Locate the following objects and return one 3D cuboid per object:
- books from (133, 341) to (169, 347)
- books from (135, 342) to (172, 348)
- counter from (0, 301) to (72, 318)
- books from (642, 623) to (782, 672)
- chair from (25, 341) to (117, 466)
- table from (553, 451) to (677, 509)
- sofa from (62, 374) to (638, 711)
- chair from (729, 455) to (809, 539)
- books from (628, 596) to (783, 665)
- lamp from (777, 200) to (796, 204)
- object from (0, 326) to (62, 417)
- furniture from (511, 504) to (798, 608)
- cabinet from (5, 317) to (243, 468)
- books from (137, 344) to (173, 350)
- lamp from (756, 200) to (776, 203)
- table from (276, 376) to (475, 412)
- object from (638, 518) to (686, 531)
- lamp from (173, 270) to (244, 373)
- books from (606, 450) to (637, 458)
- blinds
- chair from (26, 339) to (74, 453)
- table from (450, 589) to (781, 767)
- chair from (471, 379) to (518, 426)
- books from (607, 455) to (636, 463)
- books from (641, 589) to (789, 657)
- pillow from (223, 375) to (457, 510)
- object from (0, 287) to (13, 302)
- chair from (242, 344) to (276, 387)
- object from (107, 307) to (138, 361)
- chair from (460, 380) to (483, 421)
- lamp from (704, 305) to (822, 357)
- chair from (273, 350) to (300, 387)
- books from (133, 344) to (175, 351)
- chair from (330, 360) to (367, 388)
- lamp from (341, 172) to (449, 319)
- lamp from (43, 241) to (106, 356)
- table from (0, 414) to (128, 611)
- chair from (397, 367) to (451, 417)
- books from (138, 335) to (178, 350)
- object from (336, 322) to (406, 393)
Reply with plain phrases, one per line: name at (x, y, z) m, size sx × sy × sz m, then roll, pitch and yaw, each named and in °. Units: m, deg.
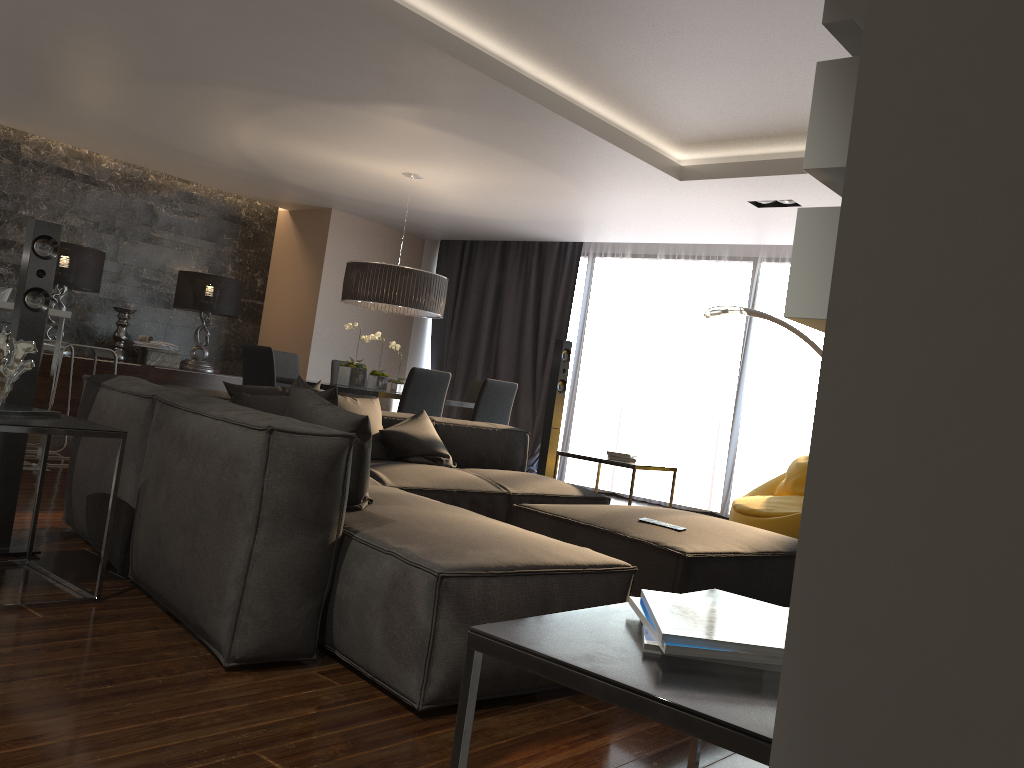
books at (-3.372, -0.375, 8.264) m, size 0.257 × 0.011 × 0.313 m, roll 8°, pitch -1°, yaw -7°
books at (-3.370, -0.364, 8.271) m, size 0.259 × 0.011 × 0.310 m, roll 8°, pitch -1°, yaw -12°
counter at (-5.118, -0.772, 4.741) m, size 2.552 × 0.041 × 4.240 m, roll 7°, pitch -1°, yaw 41°
books at (0.334, 0.346, 1.187) m, size 0.317 × 0.011 × 0.254 m, roll 8°, pitch -1°, yaw 4°
chair at (-2.991, 0.129, 5.958) m, size 0.398 × 0.801 × 0.453 m, roll 6°, pitch -3°, yaw 41°
table at (0.605, 0.740, 5.387) m, size 0.569 × 0.563 × 0.474 m, roll 7°, pitch -2°, yaw 40°
sofa at (-0.271, 0.519, 3.819) m, size 2.618 × 0.704 × 2.589 m, roll 9°, pitch -1°, yaw -40°
chair at (2.028, 0.721, 5.758) m, size 1.124 × 1.006 × 1.534 m, roll 8°, pitch -1°, yaw 8°
books at (0.333, 0.335, 1.179) m, size 0.323 × 0.011 × 0.249 m, roll 8°, pitch -1°, yaw -6°
lamp at (1.976, -1.342, 6.322) m, size 0.186 × 0.077 × 0.167 m, roll 9°, pitch -1°, yaw -38°
object at (-1.728, -0.053, 2.960) m, size 0.280 × 0.288 × 0.289 m, roll 8°, pitch -2°, yaw 11°
furniture at (0.706, 0.787, 3.868) m, size 1.156 × 0.440 × 1.035 m, roll 9°, pitch -1°, yaw -40°
cabinet at (-3.457, -0.804, 5.365) m, size 4.216 × 2.502 × 7.282 m, roll 7°, pitch -1°, yaw 41°
books at (-3.359, -0.352, 8.286) m, size 0.259 × 0.011 × 0.310 m, roll 8°, pitch -1°, yaw -12°
lamp at (1.845, -1.358, 6.431) m, size 0.168 × 0.077 × 0.185 m, roll 7°, pitch -1°, yaw 36°
table at (-1.078, 0.431, 6.973) m, size 0.986 × 0.761 × 1.686 m, roll 7°, pitch -2°, yaw 41°
object at (0.605, 0.565, 3.545) m, size 0.197 × 0.015 × 0.054 m, roll 7°, pitch -1°, yaw 40°
lamp at (-3.017, -0.595, 8.630) m, size 0.616 × 0.934 × 0.568 m, roll 9°, pitch -2°, yaw -23°
books at (0.673, 0.431, 5.396) m, size 0.151 × 0.022 × 0.211 m, roll 8°, pitch -1°, yaw 17°
blinds at (1.958, -0.194, 8.222) m, size 7.140 × 2.897 × 0.784 m, roll 7°, pitch -2°, yaw 32°
chair at (-3.501, 0.065, 6.386) m, size 0.398 × 0.801 × 0.453 m, roll 6°, pitch -3°, yaw 41°
table at (0.275, 0.627, 1.164) m, size 0.427 × 0.563 × 0.632 m, roll 7°, pitch -2°, yaw 41°
chair at (-0.341, 0.428, 6.840) m, size 0.542 × 0.965 × 0.450 m, roll 6°, pitch -3°, yaw 40°
books at (0.669, 0.453, 5.380) m, size 0.163 × 0.023 × 0.231 m, roll 8°, pitch -1°, yaw 1°
books at (0.342, 0.325, 1.175) m, size 0.320 × 0.011 × 0.252 m, roll 8°, pitch -1°, yaw -1°
pillow at (-0.884, 0.179, 3.841) m, size 1.051 × 0.431 × 2.109 m, roll 8°, pitch -1°, yaw 5°
object at (-3.438, -0.612, 5.616) m, size 0.178 × 0.133 × 0.461 m, roll 7°, pitch -2°, yaw 42°
chair at (-1.658, 0.237, 6.326) m, size 0.405 × 0.965 × 0.602 m, roll 6°, pitch -3°, yaw 41°
object at (-3.579, -0.453, 8.049) m, size 0.210 × 0.486 × 0.206 m, roll 8°, pitch -2°, yaw -2°
chair at (-0.478, 0.422, 7.662) m, size 0.405 × 0.965 × 0.602 m, roll 6°, pitch -3°, yaw 41°
lamp at (3.396, 0.529, 6.337) m, size 4.109 × 1.781 × 0.598 m, roll 8°, pitch -2°, yaw 17°
chair at (-1.805, 0.229, 7.110) m, size 0.542 × 0.965 × 0.450 m, roll 6°, pitch -3°, yaw 40°
books at (-3.364, -0.342, 8.270) m, size 0.255 × 0.011 × 0.316 m, roll 8°, pitch -1°, yaw -2°
chair at (-1.325, 0.304, 7.666) m, size 0.542 × 0.965 × 0.450 m, roll 6°, pitch -3°, yaw 40°
lamp at (-0.874, -1.137, 7.035) m, size 0.837 × 1.104 × 0.770 m, roll 9°, pitch -2°, yaw -25°
lamp at (-3.914, -0.736, 7.588) m, size 0.565 × 0.934 × 0.619 m, roll 7°, pitch -2°, yaw 31°
table at (-1.674, 0.383, 2.887) m, size 0.569 × 0.563 × 0.474 m, roll 7°, pitch -2°, yaw 40°
chair at (-0.820, 0.353, 6.284) m, size 0.542 × 0.965 × 0.450 m, roll 6°, pitch -3°, yaw 40°
books at (-3.354, -0.385, 8.344) m, size 0.288 × 0.109 × 0.305 m, roll 9°, pitch -1°, yaw -40°
object at (-1.103, -0.211, 6.964) m, size 0.294 × 0.501 × 0.603 m, roll 7°, pitch -2°, yaw 37°
